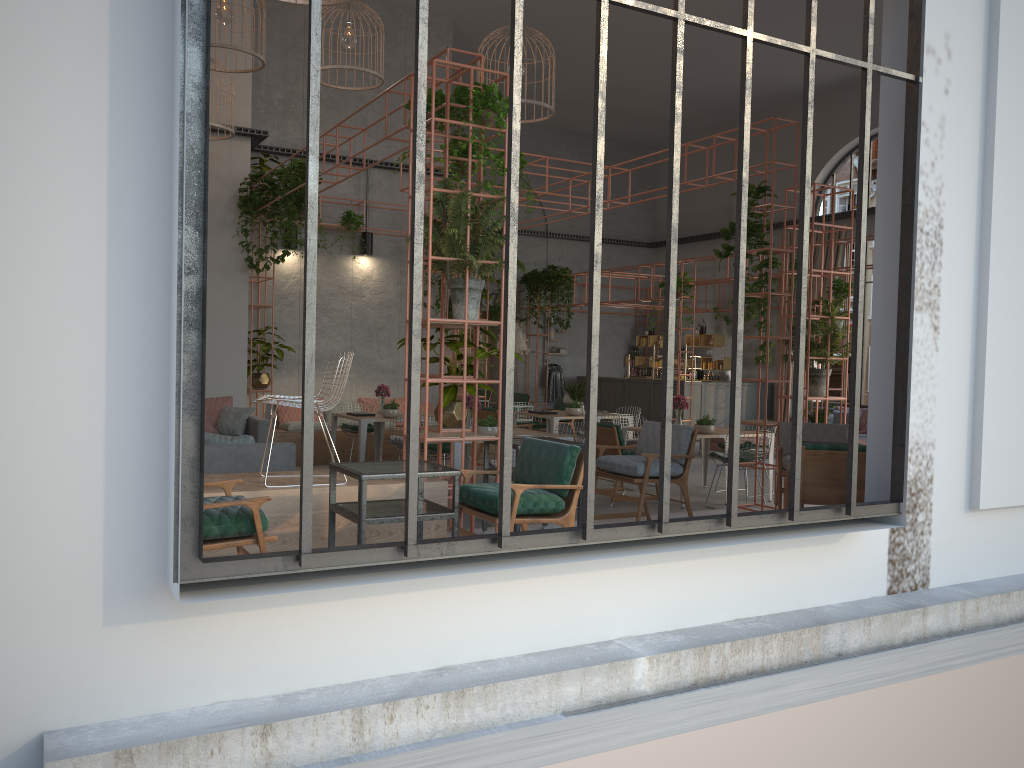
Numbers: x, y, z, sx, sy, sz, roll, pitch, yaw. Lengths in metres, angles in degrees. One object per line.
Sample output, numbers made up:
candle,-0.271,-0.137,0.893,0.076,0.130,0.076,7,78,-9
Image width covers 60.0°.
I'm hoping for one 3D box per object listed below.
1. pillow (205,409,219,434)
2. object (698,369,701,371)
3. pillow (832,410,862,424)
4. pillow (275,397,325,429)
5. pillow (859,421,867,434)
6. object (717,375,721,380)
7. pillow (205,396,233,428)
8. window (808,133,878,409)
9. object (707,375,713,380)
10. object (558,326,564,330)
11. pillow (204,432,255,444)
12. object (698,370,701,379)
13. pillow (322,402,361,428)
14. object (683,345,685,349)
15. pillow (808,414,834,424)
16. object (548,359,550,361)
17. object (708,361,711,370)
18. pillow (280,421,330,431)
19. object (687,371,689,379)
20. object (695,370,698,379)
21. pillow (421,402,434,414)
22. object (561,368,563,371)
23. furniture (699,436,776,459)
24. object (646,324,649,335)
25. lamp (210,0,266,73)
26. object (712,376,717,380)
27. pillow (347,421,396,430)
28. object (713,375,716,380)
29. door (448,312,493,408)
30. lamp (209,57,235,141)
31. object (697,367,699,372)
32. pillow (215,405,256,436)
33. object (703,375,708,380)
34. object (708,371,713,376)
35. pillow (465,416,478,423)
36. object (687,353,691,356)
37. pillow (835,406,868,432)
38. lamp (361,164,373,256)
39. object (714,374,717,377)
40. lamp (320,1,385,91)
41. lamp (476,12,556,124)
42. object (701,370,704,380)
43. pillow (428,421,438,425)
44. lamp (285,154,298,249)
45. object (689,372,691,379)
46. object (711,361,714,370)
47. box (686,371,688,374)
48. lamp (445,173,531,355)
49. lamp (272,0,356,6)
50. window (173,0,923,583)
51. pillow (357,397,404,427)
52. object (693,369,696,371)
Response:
pillow,-3.823,0.463,10.618,0.441,0.317,0.479,3,2,42
object,4.406,-0.235,20.933,0.072,0.248,0.094,0,2,-29
pillow,6.293,0.700,16.850,0.289,0.385,0.666,0,2,-29
pillow,-3.243,0.437,13.730,0.839,0.474,0.276,0,2,-39
pillow,6.568,0.766,16.089,0.479,0.317,0.441,3,2,42
object,4.738,-0.149,20.311,0.073,0.131,0.073,0,2,-36
pillow,-3.847,0.389,10.908,0.836,0.476,0.273,0,2,-29
window,7.455,-2.232,17.270,0.089,5.538,4.127,0,2,-29
object,4.526,-0.141,20.277,0.115,0.107,0.115,2,2,27
object,1.250,-1.380,22.060,0.263,0.101,0.013,0,2,-29
pillow,-2.506,0.593,7.936,0.499,0.324,0.307,2,2,6
object,4.385,-0.246,20.716,0.065,0.280,0.065,2,2,14
pillow,-2.672,0.490,14.024,0.666,0.385,0.289,0,2,-34
object,4.103,-0.796,21.207,0.066,0.291,0.066,1,2,-22
pillow,5.915,0.739,16.913,0.500,0.324,0.307,2,2,6
object,0.902,-0.583,21.954,0.093,0.121,0.049,1,2,-27
object,4.514,-0.425,20.266,0.069,0.191,0.069,2,2,7
pillow,-3.108,0.639,13.330,0.637,0.149,0.491,1,2,-28
object,4.161,-0.226,20.921,0.073,0.219,0.105,1,2,-23
object,4.309,-0.251,20.668,0.066,0.291,0.066,0,2,-45
pillow,-1.551,0.500,14.646,0.666,0.385,0.289,0,2,-34
object,1.258,-0.326,22.170,0.033,0.146,0.070,3,2,32
furniture,4.009,1.066,15.800,0.941,0.446,0.976,0,2,-29
object,3.471,-1.382,22.552,0.134,0.301,0.134,0,2,-40
lamp,-3.089,-5.248,9.564,0.883,3.476,0.883,2,2,23
object,4.634,-0.140,20.338,0.115,0.107,0.115,1,2,-23
pillow,-2.191,0.647,13.839,0.637,0.149,0.491,1,2,-28
object,4.616,-0.149,20.236,0.073,0.131,0.073,0,2,-36
door,-1.217,-0.408,21.659,1.360,2.729,0.551,0,2,-29
lamp,-3.893,-4.895,11.056,0.883,3.476,0.883,2,2,23
object,4.338,-0.252,20.785,0.074,0.287,0.072,2,2,3
pillow,-3.401,0.450,10.789,0.495,0.349,0.308,2,2,21
object,4.463,-0.146,20.391,0.115,0.107,0.115,0,2,-32
object,4.555,-0.247,20.361,0.115,0.107,0.115,2,2,27
pillow,-0.895,0.619,15.837,0.491,0.149,0.637,1,2,-28
object,4.214,-0.720,21.149,0.115,0.147,0.115,1,2,-20
pillow,6.432,0.670,16.910,0.276,0.474,0.839,0,2,-29
lamp,-2.292,-2.766,14.090,0.179,1.425,0.185,0,2,-29
object,4.674,-0.154,20.427,0.073,0.131,0.073,3,2,32
lamp,-1.974,-5.476,10.849,0.883,3.476,0.883,2,2,23
lamp,0.077,-4.757,9.840,0.883,3.476,0.883,2,2,23
object,4.455,-0.249,20.759,0.074,0.287,0.072,2,2,3
pillow,-1.301,0.654,14.332,0.637,0.149,0.491,1,2,-28
lamp,-3.349,-2.775,13.504,0.179,1.425,0.185,0,2,-29
object,4.219,-0.236,20.829,0.072,0.248,0.094,0,2,-29
object,4.558,-0.422,20.187,0.069,0.191,0.069,1,2,-12
box,4.131,-0.261,21.043,0.058,0.093,0.122,1,2,-18
lamp,-0.816,-2.623,17.774,0.704,4.052,4.456,0,2,-29
lamp,-1.266,-4.220,5.373,0.883,3.476,0.883,2,2,23
window,0.620,-2.004,4.214,4.126,5.544,0.089,0,2,-29
pillow,-2.102,0.448,14.313,0.839,0.474,0.276,1,2,-9
object,4.283,-0.236,20.862,0.072,0.248,0.094,0,2,-29
